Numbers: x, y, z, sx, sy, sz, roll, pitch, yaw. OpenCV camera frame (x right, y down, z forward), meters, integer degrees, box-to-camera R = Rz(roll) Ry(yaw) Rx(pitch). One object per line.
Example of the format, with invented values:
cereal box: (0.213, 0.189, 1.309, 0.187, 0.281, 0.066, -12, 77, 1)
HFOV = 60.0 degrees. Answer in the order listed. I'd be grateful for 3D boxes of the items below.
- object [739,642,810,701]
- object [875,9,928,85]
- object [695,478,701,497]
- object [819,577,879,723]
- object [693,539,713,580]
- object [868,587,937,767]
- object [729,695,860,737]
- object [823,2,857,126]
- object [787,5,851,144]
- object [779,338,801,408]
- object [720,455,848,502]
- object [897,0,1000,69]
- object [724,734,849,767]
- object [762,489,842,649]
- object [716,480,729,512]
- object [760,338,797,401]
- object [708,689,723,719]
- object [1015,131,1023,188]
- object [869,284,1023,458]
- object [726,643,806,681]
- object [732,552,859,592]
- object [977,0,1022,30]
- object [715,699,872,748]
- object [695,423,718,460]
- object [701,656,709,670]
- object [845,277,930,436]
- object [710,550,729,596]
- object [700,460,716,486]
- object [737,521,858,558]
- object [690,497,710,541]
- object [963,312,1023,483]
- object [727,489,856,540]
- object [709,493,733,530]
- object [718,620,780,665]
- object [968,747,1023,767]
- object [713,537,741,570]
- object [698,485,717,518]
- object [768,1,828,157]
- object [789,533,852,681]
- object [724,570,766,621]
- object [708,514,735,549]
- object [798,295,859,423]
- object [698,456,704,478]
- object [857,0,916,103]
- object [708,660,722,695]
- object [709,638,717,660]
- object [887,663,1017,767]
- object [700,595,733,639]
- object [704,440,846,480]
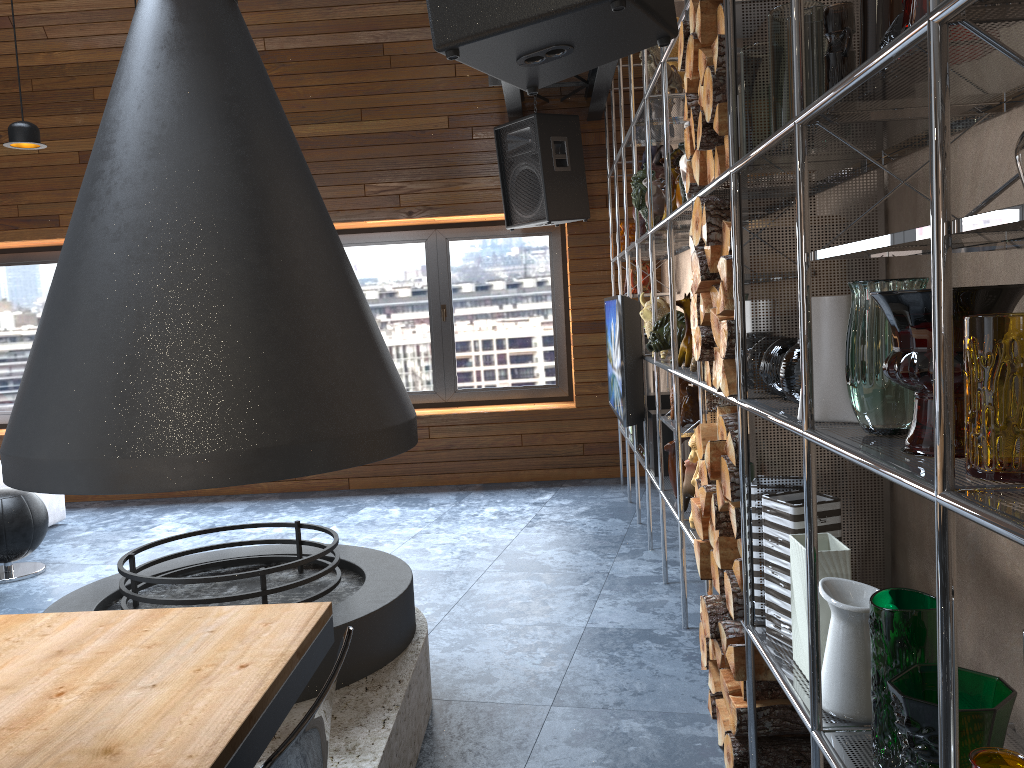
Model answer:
object: (0.752, 0.762, 2.358, 0.288, 0.135, 0.109, -3, 5, 6)
object: (0.616, -0.525, 1.369, 0.108, 0.109, 0.109, -1, 5, 28)
object: (0.731, 0.315, 2.720, 0.331, 0.110, 0.107, -3, 4, 0)
object: (0.687, 0.521, 1.742, 0.171, 0.245, 0.146, 0, 5, 32)
object: (0.734, 0.507, 2.644, 0.362, 0.131, 0.154, -3, 5, 3)
object: (0.684, 0.513, 1.532, 0.125, 0.295, 0.130, -1, 5, 27)
object: (0.741, 0.872, 2.327, 0.321, 0.109, 0.110, -3, 5, 3)
object: (0.616, -0.602, 1.669, 0.058, 0.215, 0.077, -1, 5, 29)
object: (0.634, -0.636, 1.834, 0.113, 0.253, 0.112, -3, 4, 3)
object: (0.662, -0.025, 1.936, 0.151, 0.154, 0.151, -3, 5, 6)
object: (0.700, 0.233, 2.297, 0.299, 0.114, 0.135, -3, 5, 0)
object: (0.606, -0.587, 1.239, 0.126, 0.254, 0.127, -7, 6, -44)
object: (0.722, 0.973, 2.341, 0.312, 0.110, 0.103, -3, 4, -1)
object: (0.694, 0.440, 2.122, 0.140, 0.347, 0.139, -4, 5, -18)
object: (0.724, 0.296, 2.375, 0.329, 0.107, 0.128, -3, 5, 3)
object: (0.669, -0.035, 2.111, 0.150, 0.146, 0.148, -4, 5, -18)
object: (0.748, 0.953, 2.677, 0.303, 0.095, 0.087, -3, 4, 2)
object: (0.589, -0.252, 0.945, 0.092, 0.124, 0.092, -1, 5, 28)
object: (0.651, -0.021, 1.324, 0.218, 0.243, 0.216, -4, 5, -8)
object: (0.734, 0.712, 2.318, 0.331, 0.105, 0.105, -3, 5, -1)
object: (0.731, 0.475, 2.294, 0.303, 0.088, 0.095, -3, 5, 0)
object: (0.600, -0.523, 1.095, 0.148, 0.149, 0.149, -7, 6, -44)
object: (0.788, 0.952, 2.438, 0.428, 0.131, 0.154, -3, 5, 3)
object: (0.713, 0.167, 2.672, 0.299, 0.119, 0.151, -3, 5, 5)
object: (0.752, 0.866, 2.780, 0.303, 0.088, 0.095, -3, 5, 0)
object: (0.646, -0.047, 1.519, 0.144, 0.264, 0.142, 0, 5, 32)
object: (0.724, 0.523, 2.519, 0.299, 0.114, 0.135, -3, 5, 0)
object: (0.712, 0.266, 2.638, 0.290, 0.153, 0.112, -3, 4, -1)
object: (0.747, 0.390, 2.345, 0.286, 0.143, 0.143, -3, 5, 2)
object: (0.730, 0.384, 2.640, 0.374, 0.131, 0.115, -3, 4, -2)
object: (0.643, 0.013, 1.131, 0.120, 0.206, 0.120, -7, 6, -40)
object: (0.721, 0.332, 2.290, 0.309, 0.121, 0.111, -3, 4, 2)
object: (0.723, 0.348, 2.467, 0.331, 0.110, 0.101, -3, 5, 4)
object: (0.733, 0.700, 2.447, 0.309, 0.131, 0.099, -3, 4, -2)
object: (0.659, 0.597, 1.191, 0.145, 0.188, 0.145, -4, 5, -6)
object: (0.726, 0.452, 2.442, 0.330, 0.098, 0.103, -3, 5, 0)
object: (0.710, 0.329, 2.547, 0.330, 0.098, 0.107, -3, 5, -2)
object: (0.642, -0.679, 1.991, 0.122, 0.313, 0.122, -1, 5, 23)
object: (0.673, 0.485, 1.934, 0.092, 0.287, 0.148, -3, 4, 2)
object: (0.711, 0.542, 2.321, 0.287, 0.112, 0.126, -3, 5, 2)
object: (0.714, 0.408, 2.526, 0.288, 0.118, 0.147, -3, 5, -1)
object: (0.665, -0.054, 1.746, 0.175, 0.241, 0.165, 0, 6, 38)
object: (0.736, 0.261, 2.736, 0.308, 0.120, 0.098, -3, 4, -2)
object: (0.617, -0.613, 1.469, 0.092, 0.268, 0.092, -1, 5, 25)
object: (0.756, 0.867, 2.630, 0.330, 0.098, 0.103, -3, 5, 0)
object: (0.748, 0.768, 2.589, 0.331, 0.110, 0.101, -3, 5, 4)
object: (0.672, 0.567, 1.354, 0.161, 0.219, 0.157, -7, 6, -41)
object: (0.717, 0.671, 2.551, 0.321, 0.128, 0.164, -3, 5, 2)
object: (0.708, 0.195, 2.396, 0.362, 0.115, 0.098, -3, 4, 2)
